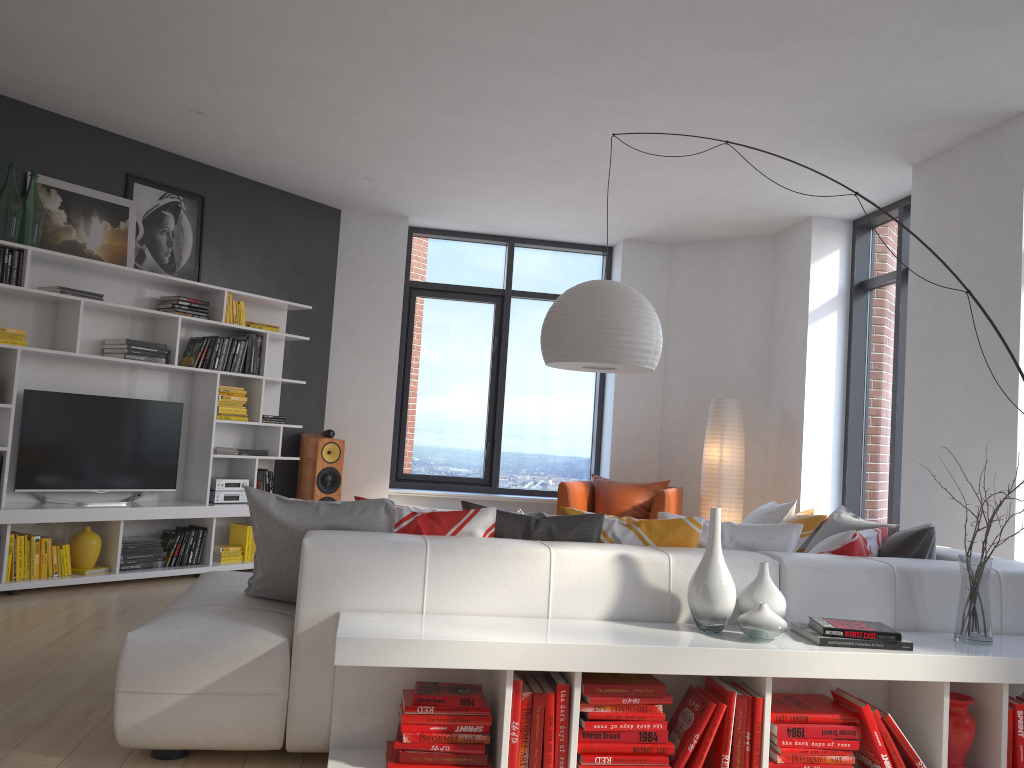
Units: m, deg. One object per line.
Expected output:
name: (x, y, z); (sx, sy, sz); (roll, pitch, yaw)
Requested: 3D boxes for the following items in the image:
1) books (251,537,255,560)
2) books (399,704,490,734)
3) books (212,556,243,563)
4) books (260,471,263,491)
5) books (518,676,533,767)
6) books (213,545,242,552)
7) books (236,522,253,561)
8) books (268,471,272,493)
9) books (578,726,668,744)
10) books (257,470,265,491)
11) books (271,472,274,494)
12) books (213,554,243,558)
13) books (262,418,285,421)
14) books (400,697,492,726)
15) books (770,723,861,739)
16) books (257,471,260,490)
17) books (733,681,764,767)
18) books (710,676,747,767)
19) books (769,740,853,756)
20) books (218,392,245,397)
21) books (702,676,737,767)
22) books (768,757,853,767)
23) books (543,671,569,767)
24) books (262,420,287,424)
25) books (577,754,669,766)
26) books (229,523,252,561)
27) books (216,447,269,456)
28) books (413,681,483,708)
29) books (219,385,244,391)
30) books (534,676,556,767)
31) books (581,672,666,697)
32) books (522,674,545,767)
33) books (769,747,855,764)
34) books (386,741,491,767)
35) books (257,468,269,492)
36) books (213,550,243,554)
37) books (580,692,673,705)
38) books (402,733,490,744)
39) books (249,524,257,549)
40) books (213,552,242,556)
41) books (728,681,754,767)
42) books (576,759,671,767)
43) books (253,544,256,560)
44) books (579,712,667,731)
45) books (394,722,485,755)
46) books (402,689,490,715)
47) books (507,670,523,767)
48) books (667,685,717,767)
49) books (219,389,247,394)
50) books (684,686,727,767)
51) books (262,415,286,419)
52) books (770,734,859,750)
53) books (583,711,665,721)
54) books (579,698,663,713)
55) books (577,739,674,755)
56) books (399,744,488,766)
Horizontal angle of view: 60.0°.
books: (-1.980, 1.195, 6.627); (0.156, 0.229, 0.024); (1, -5, 36)
books: (-0.211, 1.025, 2.717); (0.261, 0.028, 0.191); (4, -4, -9)
books: (-2.094, 1.276, 6.491); (0.147, 0.033, 0.190); (1, -5, 36)
books: (-1.969, 0.781, 6.782); (0.170, 0.236, 0.049); (1, -5, 37)
books: (0.024, 1.040, 2.693); (0.031, 0.255, 0.181); (4, -4, -9)
books: (-2.100, 1.203, 6.501); (0.138, 0.026, 0.186); (1, -5, 36)
books: (-2.007, 1.176, 6.626); (0.199, 0.263, 0.015); (1, -5, 36)
books: (-1.918, 0.786, 6.845); (0.177, 0.242, 0.066); (1, -5, 36)
books: (0.317, 1.059, 2.750); (0.279, 0.039, 0.206); (4, -4, -8)
books: (-1.950, 0.780, 6.795); (0.169, 0.242, 0.050); (1, -5, 36)
books: (-1.925, 0.792, 6.890); (0.179, 0.233, 0.077); (1, -5, 36)
books: (-2.095, 1.253, 6.495); (0.148, 0.011, 0.196); (1, -5, 36)
books: (-1.882, 0.274, 6.869); (0.142, 0.015, 0.198); (1, -5, 35)
books: (-0.204, 0.997, 2.703); (0.269, 0.028, 0.179); (4, -4, -7)
books: (0.934, 1.085, 2.846); (0.279, 0.039, 0.206); (4, -4, -10)
books: (-1.989, 0.778, 6.766); (0.189, 0.240, 0.053); (1, -5, 36)
books: (0.731, 1.087, 2.768); (0.028, 0.269, 0.181); (4, -4, -9)
books: (0.670, 1.083, 2.783); (0.038, 0.270, 0.215); (4, -4, -9)
books: (0.927, 1.141, 2.821); (0.236, 0.023, 0.178); (4, -4, -9)
books: (-2.136, 0.078, 6.626); (0.227, 0.022, 0.160); (7, -5, -38)
books: (0.635, 1.075, 2.762); (0.046, 0.282, 0.199); (4, -4, -9)
books: (0.915, 1.189, 2.818); (0.266, 0.026, 0.187); (4, -4, -3)
books: (0.130, 1.031, 2.706); (0.049, 0.291, 0.214); (4, -4, -9)
books: (-1.881, 0.293, 6.867); (0.161, 0.023, 0.213); (1, -5, 40)
books: (0.321, 1.120, 2.710); (0.266, 0.026, 0.187); (4, -4, -9)
books: (-2.023, 1.176, 6.600); (0.198, 0.255, 0.044); (1, -5, 36)
books: (-2.046, 0.512, 6.723); (0.250, 0.047, 0.310); (1, -5, 32)
books: (-0.194, 0.945, 2.701); (0.206, 0.029, 0.152); (4, -4, -3)
books: (-2.149, 0.031, 6.639); (0.163, 0.023, 0.223); (0, -5, 40)
books: (0.096, 1.044, 2.695); (0.042, 0.259, 0.195); (4, -4, -9)
books: (0.317, 0.921, 2.747); (0.259, 0.034, 0.206); (5, -4, -12)
books: (0.057, 1.042, 2.699); (0.034, 0.259, 0.207); (4, -4, -9)
books: (0.926, 1.165, 2.828); (0.257, 0.025, 0.182); (4, -4, -9)
books: (-0.228, 1.136, 2.684); (0.301, 0.032, 0.227); (4, -4, -9)
books: (-1.942, 0.777, 6.826); (0.193, 0.255, 0.066); (1, -5, 36)
books: (-2.089, 1.224, 6.495); (0.134, 0.014, 0.187); (1, -5, 36)
books: (0.334, 0.952, 2.740); (0.266, 0.026, 0.187); (5, -4, -14)
books: (-0.206, 1.050, 2.699); (0.257, 0.025, 0.182); (4, -4, -9)
books: (-1.964, 1.187, 6.676); (0.185, 0.250, 0.035); (1, -5, 36)
books: (-2.082, 1.239, 6.480); (0.113, 0.018, 0.169); (1, -5, 37)
books: (0.702, 1.088, 2.778); (0.028, 0.266, 0.188); (4, -4, -9)
books: (0.321, 1.147, 2.704); (0.282, 0.030, 0.188); (4, -4, -7)
books: (-1.982, 1.184, 6.656); (0.180, 0.251, 0.019); (1, -5, 36)
books: (0.319, 1.025, 2.736); (0.261, 0.027, 0.191); (5, -4, -13)
books: (-0.217, 1.074, 2.689); (0.266, 0.026, 0.187); (4, -4, -3)
books: (-0.204, 0.971, 2.708); (0.254, 0.025, 0.178); (4, -4, -9)
books: (-0.009, 1.021, 2.686); (0.036, 0.294, 0.208); (4, -4, -9)
books: (0.531, 1.082, 2.752); (0.144, 0.247, 0.188); (4, -4, -8)
books: (-2.127, 0.055, 6.632); (0.163, 0.023, 0.223); (0, -5, 40)
books: (0.572, 1.085, 2.751); (0.115, 0.245, 0.192); (4, -4, -9)
books: (-1.892, 0.255, 6.881); (0.161, 0.023, 0.213); (1, -5, 40)
books: (0.936, 1.117, 2.828); (0.261, 0.027, 0.191); (4, -4, -5)
books: (0.331, 1.000, 2.735); (0.236, 0.023, 0.178); (4, -4, -9)
books: (0.312, 0.976, 2.742); (0.257, 0.025, 0.182); (4, -4, -9)
books: (0.321, 1.095, 2.748); (0.301, 0.032, 0.227); (4, -4, -9)
books: (-0.211, 1.105, 2.697); (0.259, 0.034, 0.206); (4, -4, -6)
